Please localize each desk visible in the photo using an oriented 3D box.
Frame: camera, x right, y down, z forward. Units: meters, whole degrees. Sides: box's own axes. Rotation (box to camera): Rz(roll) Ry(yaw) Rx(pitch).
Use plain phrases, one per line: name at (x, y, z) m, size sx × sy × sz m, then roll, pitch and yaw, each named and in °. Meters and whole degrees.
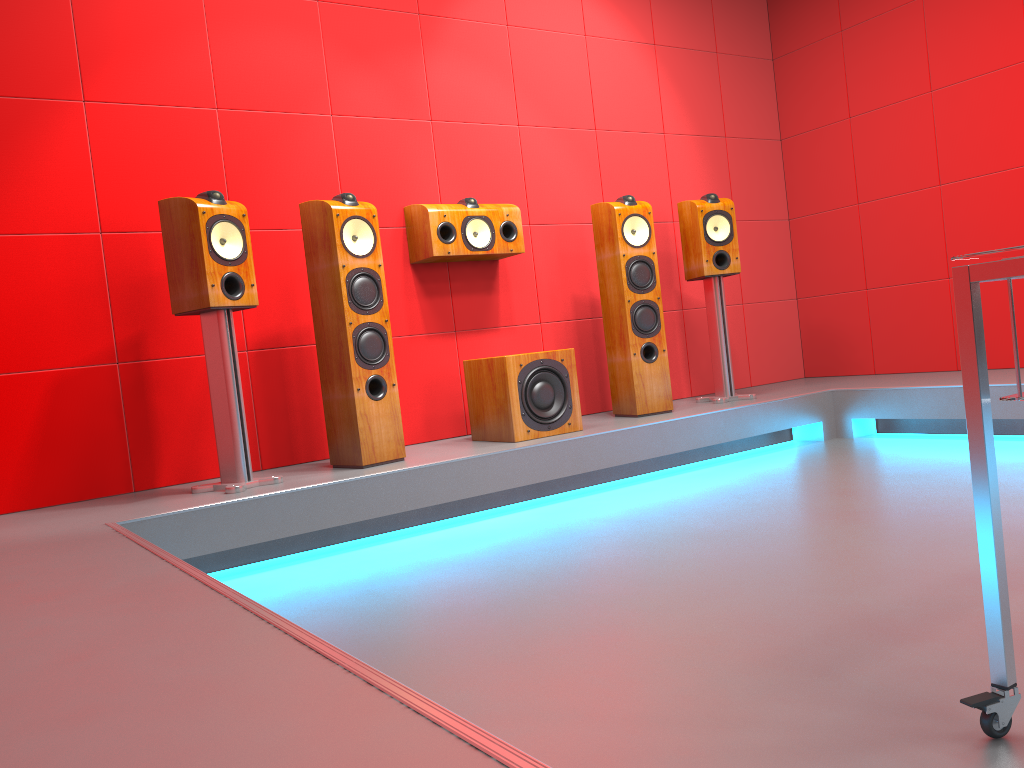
desk at (1.429, 0.069, 1.449) m, size 1.617 × 0.690 × 0.594 m, roll -8°, pitch 3°, yaw -33°

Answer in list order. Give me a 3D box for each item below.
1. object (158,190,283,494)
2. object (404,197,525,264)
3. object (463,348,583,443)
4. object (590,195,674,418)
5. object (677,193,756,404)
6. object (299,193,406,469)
object at (-1.048, -0.152, 3.179) m, size 0.265 × 1.058 × 0.231 m, roll -5°, pitch 3°, yaw 37°
object at (-0.218, -0.722, 4.133) m, size 0.493 × 0.271 × 0.235 m, roll -8°, pitch 3°, yaw -33°
object at (0.048, 0.049, 3.891) m, size 0.360 × 0.360 × 0.360 m, roll -8°, pitch 3°, yaw -33°
object at (0.580, -0.374, 4.287) m, size 0.203 × 1.052 × 0.238 m, roll -7°, pitch 2°, yaw -23°
object at (1.046, -0.440, 4.570) m, size 0.231 × 1.058 × 0.265 m, roll -7°, pitch 2°, yaw -13°
object at (-0.620, -0.208, 3.463) m, size 0.203 × 1.052 × 0.238 m, roll -8°, pitch 3°, yaw -43°
